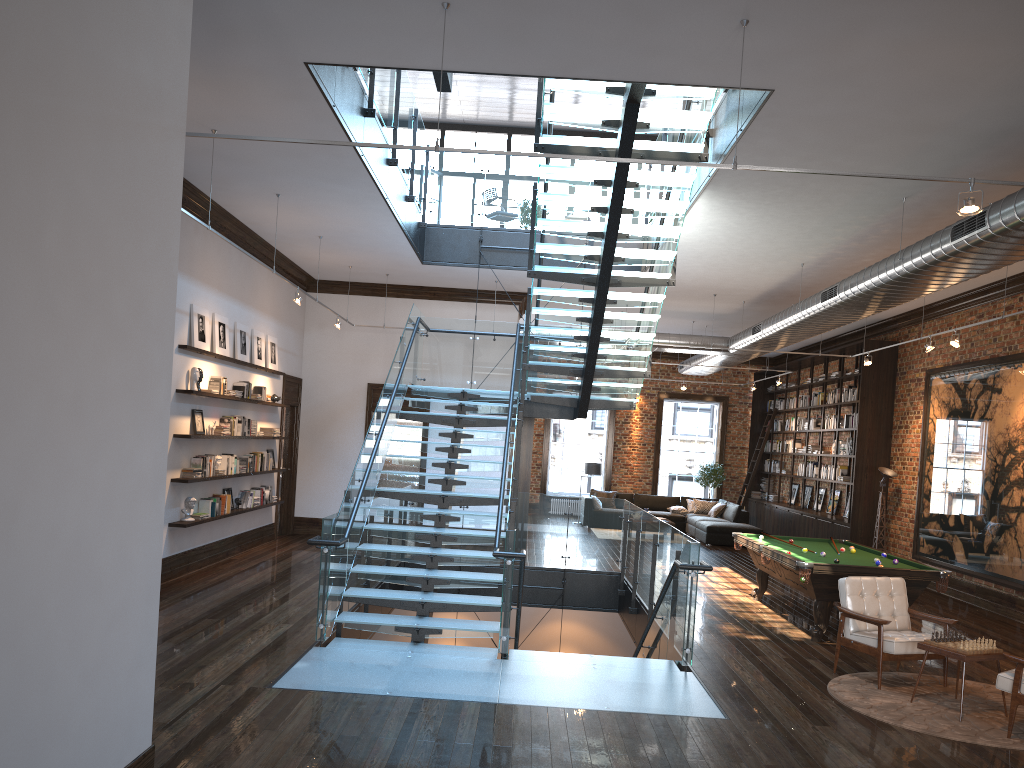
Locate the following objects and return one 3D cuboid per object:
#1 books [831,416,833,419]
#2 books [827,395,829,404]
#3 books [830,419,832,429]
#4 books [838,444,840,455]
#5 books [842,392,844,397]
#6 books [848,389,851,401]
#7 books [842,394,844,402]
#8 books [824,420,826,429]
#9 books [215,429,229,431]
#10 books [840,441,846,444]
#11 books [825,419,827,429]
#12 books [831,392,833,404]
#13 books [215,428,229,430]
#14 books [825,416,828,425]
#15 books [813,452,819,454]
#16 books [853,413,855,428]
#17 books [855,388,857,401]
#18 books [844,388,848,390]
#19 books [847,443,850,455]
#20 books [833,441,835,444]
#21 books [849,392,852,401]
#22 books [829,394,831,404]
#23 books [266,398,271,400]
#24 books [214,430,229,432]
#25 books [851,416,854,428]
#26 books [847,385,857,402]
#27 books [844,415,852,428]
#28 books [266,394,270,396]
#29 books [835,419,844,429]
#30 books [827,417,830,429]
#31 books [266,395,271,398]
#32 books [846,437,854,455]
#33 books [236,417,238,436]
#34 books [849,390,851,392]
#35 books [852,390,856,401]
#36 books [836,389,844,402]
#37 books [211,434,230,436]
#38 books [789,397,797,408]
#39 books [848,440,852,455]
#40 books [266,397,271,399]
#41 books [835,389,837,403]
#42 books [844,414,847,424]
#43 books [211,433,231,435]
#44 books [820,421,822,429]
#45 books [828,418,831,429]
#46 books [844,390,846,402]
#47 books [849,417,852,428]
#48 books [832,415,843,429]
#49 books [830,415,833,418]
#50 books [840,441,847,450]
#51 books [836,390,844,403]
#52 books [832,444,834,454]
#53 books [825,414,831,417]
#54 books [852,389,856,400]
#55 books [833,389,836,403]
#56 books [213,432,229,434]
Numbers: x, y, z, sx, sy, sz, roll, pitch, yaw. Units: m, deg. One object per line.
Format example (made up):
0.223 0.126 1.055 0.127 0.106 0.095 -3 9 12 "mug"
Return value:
6.540 0.787 17.960 0.154 0.285 0.015 4 1 1 "books"
6.548 0.332 18.153 0.183 0.207 0.053 4 1 1 "books"
6.509 0.818 17.886 0.181 0.209 0.024 4 1 1 "books"
6.472 1.282 17.402 0.184 0.222 0.033 4 1 1 "books"
6.543 0.272 17.335 0.172 0.219 0.027 4 1 1 "books"
6.535 0.227 16.980 0.168 0.262 0.016 4 1 1 "books"
6.527 0.285 17.260 0.190 0.182 0.025 4 1 1 "books"
6.511 0.843 18.284 0.223 0.209 0.064 4 1 1 "books"
-3.704 0.584 11.288 0.142 0.011 0.257 4 -4 -2 "books"
6.507 1.262 17.435 0.128 0.271 0.034 4 1 1 "books"
6.514 0.836 18.154 0.181 0.208 0.030 4 1 1 "books"
6.539 0.289 17.910 0.185 0.258 0.032 4 1 1 "books"
-3.705 0.573 11.288 0.142 0.011 0.256 4 -4 -2 "books"
6.528 0.803 18.232 0.159 0.285 0.014 4 1 1 "books"
6.478 1.459 18.684 0.204 0.035 0.267 4 -4 2 "books"
6.493 0.692 16.606 0.180 0.295 0.025 4 1 1 "books"
6.532 0.208 16.606 0.189 0.252 0.018 4 1 1 "books"
6.551 0.233 17.303 0.150 0.295 0.032 4 1 1 "books"
6.473 1.241 16.873 0.179 0.237 0.036 4 1 1 "books"
6.496 1.282 17.713 0.174 0.265 0.026 4 1 1 "books"
6.528 0.253 16.909 0.190 0.202 0.027 4 1 1 "books"
6.550 0.315 18.073 0.174 0.230 0.014 4 1 1 "books"
-3.642 0.219 13.030 0.154 0.028 0.191 4 -4 -4 "books"
-3.707 0.595 11.288 0.142 0.011 0.256 4 -4 -2 "books"
6.490 0.725 16.705 0.189 0.240 0.016 4 1 1 "books"
6.534 0.195 17.029 0.180 0.332 0.016 4 1 1 "books"
6.463 0.722 16.881 0.245 0.266 0.038 4 1 1 "books"
-3.640 0.158 13.004 0.135 0.014 0.216 4 -4 1 "books"
6.518 0.800 17.620 0.182 0.219 0.050 4 1 1 "books"
6.526 0.803 18.103 0.166 0.269 0.011 4 1 1 "books"
-3.645 0.180 13.023 0.143 0.028 0.219 3 -4 6 "books"
6.469 1.190 16.897 0.180 0.340 0.013 4 1 1 "books"
-3.689 0.551 11.630 0.167 0.252 0.022 4 1 1 "books"
6.535 0.239 16.959 0.172 0.236 0.025 4 1 1 "books"
6.525 0.230 16.709 0.169 0.232 0.146 4 0 1 "books"
6.549 0.252 17.623 0.188 0.297 0.014 4 1 1 "books"
-3.712 0.648 11.289 0.141 0.011 0.287 4 -4 3 "books"
6.595 0.461 20.845 0.163 0.297 0.029 4 1 1 "books"
6.478 1.214 16.802 0.167 0.282 0.072 4 1 1 "books"
-3.646 0.200 13.036 0.159 0.011 0.184 4 -4 1 "books"
6.550 0.251 17.687 0.182 0.307 0.009 4 1 1 "books"
6.518 0.735 17.153 0.166 0.283 0.060 4 1 1 "books"
-3.705 0.638 11.289 0.141 0.011 0.288 3 -4 5 "books"
6.513 0.825 18.410 0.190 0.260 0.094 4 1 1 "books"
6.522 0.812 18.032 0.160 0.242 0.031 4 1 1 "books"
6.535 0.252 17.202 0.184 0.242 0.030 4 1 1 "books"
6.488 0.737 16.805 0.187 0.230 0.035 4 1 1 "books"
6.510 0.769 17.727 0.183 0.286 0.034 4 1 1 "books"
6.541 0.788 18.073 0.138 0.296 0.024 4 1 1 "books"
6.503 1.259 17.368 0.137 0.268 0.034 4 1 1 "books"
6.542 0.260 17.611 0.180 0.279 0.009 4 1 1 "books"
6.488 1.302 17.676 0.187 0.219 0.016 4 1 1 "books"
6.543 0.793 18.372 0.143 0.324 0.116 4 1 1 "books"
6.539 0.225 16.832 0.165 0.258 0.100 4 1 1 "books"
6.537 0.259 17.759 0.183 0.300 0.018 4 1 1 "books"
-3.705 0.627 11.289 0.142 0.011 0.257 4 -4 -3 "books"
